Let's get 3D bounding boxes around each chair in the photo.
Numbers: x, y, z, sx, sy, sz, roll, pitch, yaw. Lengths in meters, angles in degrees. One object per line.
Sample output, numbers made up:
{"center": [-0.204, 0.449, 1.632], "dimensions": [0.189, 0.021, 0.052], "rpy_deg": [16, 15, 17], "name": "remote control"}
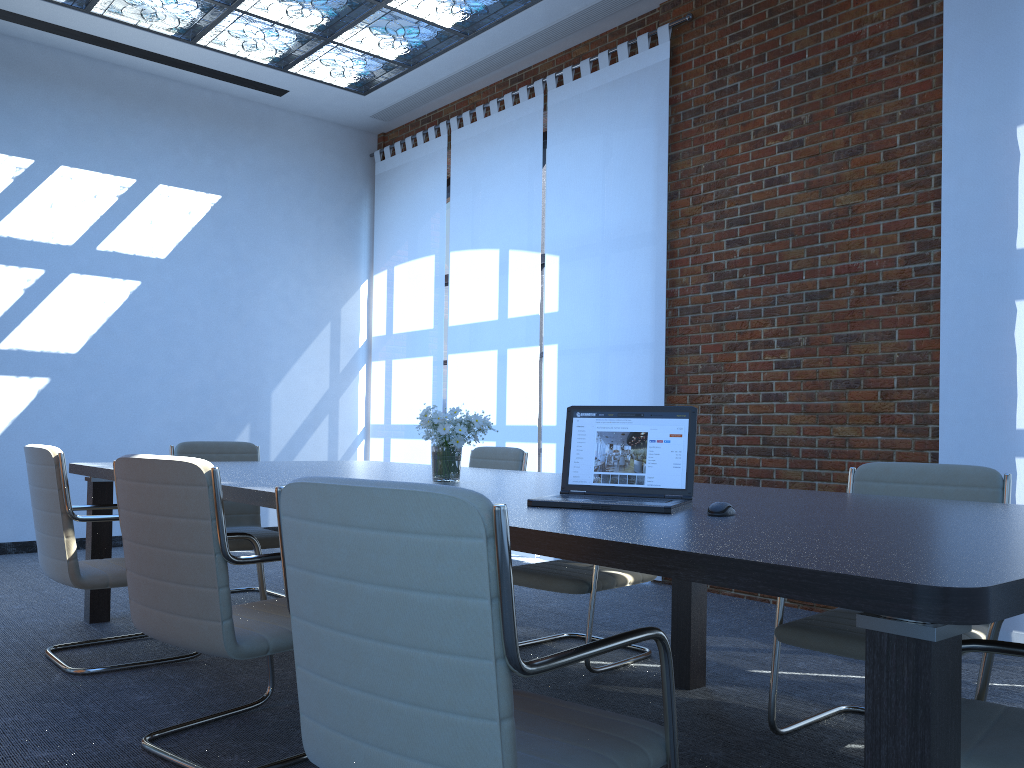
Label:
{"center": [-0.047, 0.640, 1.740], "dimensions": [0.560, 0.922, 0.707], "rpy_deg": [0, -2, 39], "name": "chair"}
{"center": [-0.844, 0.685, 2.830], "dimensions": [0.560, 0.922, 0.707], "rpy_deg": [0, -2, 39], "name": "chair"}
{"center": [1.156, 0.662, 1.753], "dimensions": [0.706, 0.922, 0.560], "rpy_deg": [0, -2, 39], "name": "chair"}
{"center": [-1.728, 0.727, 3.875], "dimensions": [0.707, 0.922, 0.560], "rpy_deg": [2, -2, -40], "name": "chair"}
{"center": [0.328, 0.774, 4.067], "dimensions": [0.560, 0.922, 0.707], "rpy_deg": [0, -2, 43], "name": "chair"}
{"center": [-1.608, 0.800, 5.158], "dimensions": [0.560, 0.922, 0.706], "rpy_deg": [2, -2, -40], "name": "chair"}
{"center": [1.264, 0.730, 2.960], "dimensions": [0.560, 0.922, 0.707], "rpy_deg": [0, -2, 45], "name": "chair"}
{"center": [-0.333, 0.814, 5.005], "dimensions": [0.707, 0.922, 0.560], "rpy_deg": [2, -2, -36], "name": "chair"}

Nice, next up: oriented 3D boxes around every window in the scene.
{"center": [2.130, -0.457, 5.500], "dimensions": [0.160, 3.605, 9.625], "rpy_deg": [2, -3, -40], "name": "window"}

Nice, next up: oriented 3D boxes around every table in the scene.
{"center": [-0.176, 0.788, 3.449], "dimensions": [1.811, 0.809, 4.505], "rpy_deg": [3, -4, -40], "name": "table"}

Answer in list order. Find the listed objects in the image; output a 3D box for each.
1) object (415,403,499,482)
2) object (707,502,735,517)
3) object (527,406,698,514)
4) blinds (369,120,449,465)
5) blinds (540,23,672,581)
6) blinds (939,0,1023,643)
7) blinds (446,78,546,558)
{"center": [-0.247, 0.230, 3.500], "dimensions": [0.329, 0.309, 0.336], "rpy_deg": [2, -2, -29], "name": "object"}
{"center": [0.520, 0.311, 2.212], "dimensions": [0.059, 0.034, 0.101], "rpy_deg": [0, -3, 30], "name": "object"}
{"center": [0.282, 0.196, 2.442], "dimensions": [0.390, 0.282, 0.323], "rpy_deg": [0, -2, 23], "name": "object"}
{"center": [-1.001, -0.463, 8.356], "dimensions": [0.039, 3.754, 1.219], "rpy_deg": [2, -1, -40], "name": "blinds"}
{"center": [0.641, -0.541, 6.414], "dimensions": [0.039, 3.754, 1.219], "rpy_deg": [2, -1, -40], "name": "blinds"}
{"center": [2.630, -0.635, 4.060], "dimensions": [0.039, 3.754, 1.315], "rpy_deg": [2, -1, -40], "name": "blinds"}
{"center": [-0.177, -0.502, 7.381], "dimensions": [0.039, 3.754, 1.219], "rpy_deg": [2, -1, -40], "name": "blinds"}
